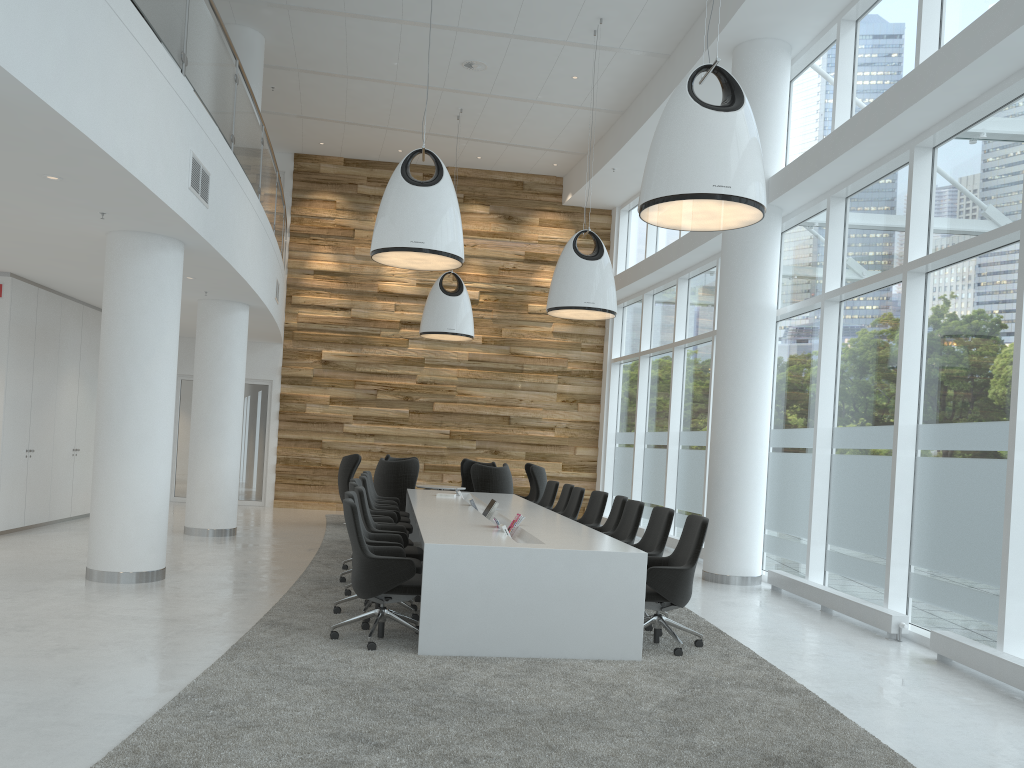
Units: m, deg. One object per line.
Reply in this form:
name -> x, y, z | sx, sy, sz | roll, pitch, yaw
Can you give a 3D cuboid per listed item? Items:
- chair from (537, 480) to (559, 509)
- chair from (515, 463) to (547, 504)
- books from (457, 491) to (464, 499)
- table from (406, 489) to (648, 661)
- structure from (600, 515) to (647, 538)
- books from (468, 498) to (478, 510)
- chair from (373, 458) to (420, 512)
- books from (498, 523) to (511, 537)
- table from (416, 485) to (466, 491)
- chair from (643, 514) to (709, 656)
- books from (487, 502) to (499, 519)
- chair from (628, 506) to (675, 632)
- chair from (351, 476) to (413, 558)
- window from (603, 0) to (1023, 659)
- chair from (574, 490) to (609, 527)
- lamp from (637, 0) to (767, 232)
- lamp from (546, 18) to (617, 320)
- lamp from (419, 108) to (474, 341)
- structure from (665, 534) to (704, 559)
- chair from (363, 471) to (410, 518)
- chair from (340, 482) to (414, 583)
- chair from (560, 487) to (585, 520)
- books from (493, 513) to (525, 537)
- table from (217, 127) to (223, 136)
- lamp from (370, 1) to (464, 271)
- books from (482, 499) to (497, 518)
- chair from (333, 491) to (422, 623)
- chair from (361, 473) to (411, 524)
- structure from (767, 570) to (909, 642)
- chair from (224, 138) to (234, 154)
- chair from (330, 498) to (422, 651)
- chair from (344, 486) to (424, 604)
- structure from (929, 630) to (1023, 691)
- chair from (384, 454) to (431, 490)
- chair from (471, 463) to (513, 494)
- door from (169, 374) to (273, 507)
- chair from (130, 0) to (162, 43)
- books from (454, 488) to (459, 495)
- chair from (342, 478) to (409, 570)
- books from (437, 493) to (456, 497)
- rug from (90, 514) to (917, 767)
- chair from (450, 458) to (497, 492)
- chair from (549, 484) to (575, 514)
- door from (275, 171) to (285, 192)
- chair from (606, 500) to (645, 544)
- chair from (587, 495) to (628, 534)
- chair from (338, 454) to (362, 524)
chair -> 0.301, 1.788, 12.057 | 0.674, 0.966, 0.685 | 4, -1, -13
chair -> 0.094, 1.851, 14.394 | 0.918, 1.152, 0.914 | 4, -2, -18
books -> -0.635, 1.484, 11.392 | 0.139, 0.223, 0.162 | 4, -1, -7
table -> -0.291, 1.662, 9.114 | 1.501, 0.738, 6.565 | 4, -4, -8
structure -> 1.933, 2.514, 15.492 | 0.150, 0.213, 2.692 | 4, -4, -12
books -> -0.399, 1.365, 9.648 | 0.153, 0.238, 0.191 | 4, -2, -8
chair -> -1.601, 1.662, 13.136 | 0.913, 1.152, 0.919 | 3, -2, 12
books -> -0.028, 1.203, 6.897 | 0.143, 0.226, 0.204 | 4, -2, -9
table -> -1.160, 1.987, 14.187 | 0.798, 0.696, 0.801 | 3, -2, 17
chair -> 1.096, 1.439, 6.509 | 0.674, 0.966, 0.686 | 3, -1, -3
books -> -0.242, 1.348, 9.330 | 0.158, 0.241, 0.353 | 4, -3, -8
chair -> 0.989, 1.491, 7.315 | 0.674, 0.966, 0.686 | 4, -1, -8
chair -> -1.463, 1.545, 10.092 | 0.674, 0.966, 0.686 | 4, -1, -8
window -> -17.589, -1.903, 11.279 | 62.818, 6.136, 30.918 | 1, -5, 32
chair -> 0.701, 1.641, 9.663 | 0.674, 0.966, 0.685 | 4, -1, -13
lamp -> 1.427, -2.991, 6.208 | 0.882, 3.645, 0.886 | 3, 0, 38
lamp -> 0.966, -2.675, 11.016 | 0.882, 3.645, 0.886 | 3, 0, 36
lamp -> -0.940, -2.560, 14.192 | 0.882, 3.645, 0.886 | 3, 0, 31
structure -> 2.515, 2.326, 12.385 | 0.150, 0.213, 2.692 | 4, -4, -9
chair -> -1.691, 1.647, 11.709 | 0.674, 0.966, 0.686 | 3, -1, -3
chair -> -1.295, 1.445, 8.554 | 0.674, 0.966, 0.685 | 4, -1, -13
chair -> 0.518, 1.682, 10.382 | 0.674, 0.966, 0.686 | 4, -1, -8
books -> -0.031, 1.228, 7.397 | 0.230, 0.275, 0.598 | 3, -3, 13
table -> -3.652, -2.478, 9.891 | 0.798, 0.754, 0.802 | 2, -3, 32
lamp -> -0.785, -2.969, 8.335 | 0.882, 3.645, 0.886 | 3, 0, 38
books -> -0.255, 1.327, 9.309 | 0.139, 0.229, 0.357 | 4, -3, -8
chair -> -1.047, 1.351, 7.023 | 0.674, 0.966, 0.686 | 4, -1, -8
chair -> -1.584, 1.596, 10.902 | 0.674, 0.966, 0.686 | 4, -1, -8
structure -> 3.040, 2.079, 8.491 | 0.150, 0.213, 2.693 | 3, -4, -6
chair -> -3.765, -2.626, 10.763 | 0.915, 1.152, 0.917 | 4, -2, -17
chair -> -0.896, 1.298, 6.160 | 0.674, 0.966, 0.685 | 4, -1, -13
chair -> -1.113, 1.405, 7.836 | 0.674, 0.966, 0.686 | 4, -1, -8
structure -> 3.288, 1.868, 5.324 | 0.150, 0.213, 2.694 | 3, -4, -3
chair -> -1.849, 1.789, 15.122 | 0.916, 1.152, 0.916 | 2, -2, 42
chair -> -0.427, 1.740, 13.270 | 0.916, 1.152, 0.916 | 2, -2, 42
door -> -5.489, 1.072, 16.756 | 1.806, 2.400, 0.132 | 3, 0, -5
chair -> -3.259, -2.862, 7.036 | 0.915, 1.152, 0.917 | 4, -2, -14
books -> -0.686, 1.497, 11.726 | 0.153, 0.241, 0.182 | 4, -2, -7
chair -> -1.421, 1.493, 9.329 | 0.674, 0.966, 0.686 | 3, -1, -3
books -> -0.822, 1.389, 11.092 | 0.224, 0.026, 0.264 | 3, -4, 2
rug -> -0.510, 2.042, 9.428 | 3.941, 0.010, 13.466 | 4, -4, -7
chair -> -0.696, 1.868, 15.283 | 0.913, 1.152, 0.919 | 3, -2, 12
chair -> 0.452, 1.736, 11.194 | 0.674, 0.966, 0.686 | 4, -1, -8
door -> -5.258, -2.882, 16.764 | 1.806, 2.400, 0.132 | 3, 0, -5
chair -> 0.868, 1.541, 8.125 | 0.674, 0.966, 0.686 | 4, -1, -8
chair -> 0.826, 1.593, 8.888 | 0.674, 0.966, 0.686 | 3, -1, -3
chair -> -2.298, 1.686, 14.040 | 0.918, 1.152, 0.914 | 4, -2, -18
